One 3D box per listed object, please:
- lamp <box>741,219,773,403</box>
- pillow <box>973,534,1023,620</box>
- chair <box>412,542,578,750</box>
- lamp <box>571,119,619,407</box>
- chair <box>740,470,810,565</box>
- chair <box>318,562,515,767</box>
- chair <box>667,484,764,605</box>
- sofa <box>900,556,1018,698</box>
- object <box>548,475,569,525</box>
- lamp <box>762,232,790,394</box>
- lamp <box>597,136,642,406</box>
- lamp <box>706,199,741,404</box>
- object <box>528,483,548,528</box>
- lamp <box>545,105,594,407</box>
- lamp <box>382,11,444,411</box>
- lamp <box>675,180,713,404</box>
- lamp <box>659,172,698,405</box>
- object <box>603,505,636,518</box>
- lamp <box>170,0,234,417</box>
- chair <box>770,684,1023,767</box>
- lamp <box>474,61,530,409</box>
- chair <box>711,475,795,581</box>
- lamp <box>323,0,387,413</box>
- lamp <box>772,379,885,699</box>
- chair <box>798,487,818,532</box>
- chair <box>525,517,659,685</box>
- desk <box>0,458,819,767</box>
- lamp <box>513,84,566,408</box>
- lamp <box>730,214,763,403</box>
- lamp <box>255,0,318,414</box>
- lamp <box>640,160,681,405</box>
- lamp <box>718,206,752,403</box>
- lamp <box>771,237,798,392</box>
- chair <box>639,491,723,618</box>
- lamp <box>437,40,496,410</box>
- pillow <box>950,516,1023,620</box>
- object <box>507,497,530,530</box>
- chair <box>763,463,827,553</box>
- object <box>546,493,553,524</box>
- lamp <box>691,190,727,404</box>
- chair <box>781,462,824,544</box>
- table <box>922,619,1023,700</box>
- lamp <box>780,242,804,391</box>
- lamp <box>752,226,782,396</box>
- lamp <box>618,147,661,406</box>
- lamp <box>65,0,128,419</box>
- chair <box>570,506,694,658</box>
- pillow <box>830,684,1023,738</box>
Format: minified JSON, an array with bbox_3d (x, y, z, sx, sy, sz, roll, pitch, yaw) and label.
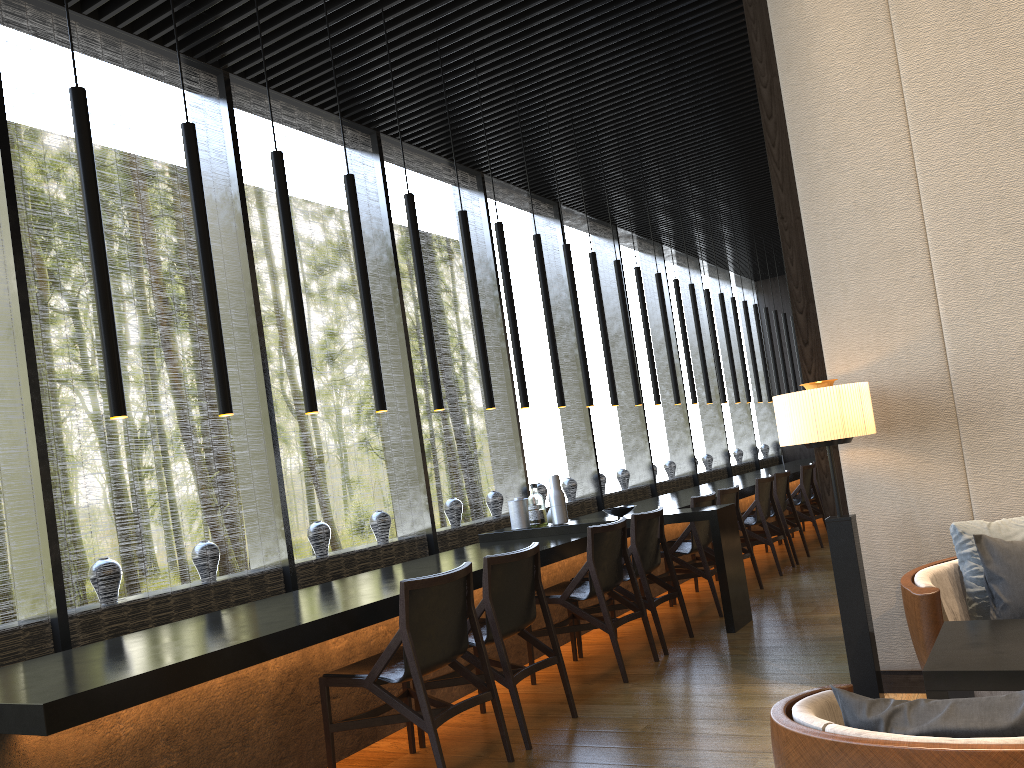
[{"bbox_3d":[3.100,-0.961,11.261,0.060,2.414,0.060,-9,-3,26],"label":"lamp"},{"bbox_3d":[1.885,0.680,3.082,0.474,0.360,0.219,-11,-4,28],"label":"pillow"},{"bbox_3d":[-0.104,1.185,4.074,0.565,0.825,0.525,-10,-4,31],"label":"chair"},{"bbox_3d":[0.659,-1.015,7.200,0.060,2.414,0.060,-9,-3,26],"label":"lamp"},{"bbox_3d":[2.349,1.239,8.155,0.565,0.825,0.525,-10,-4,31],"label":"chair"},{"bbox_3d":[-0.400,1.178,3.581,0.565,0.825,0.525,-10,-4,31],"label":"chair"},{"bbox_3d":[1.531,1.221,6.794,0.565,0.825,0.525,-10,-4,31],"label":"chair"},{"bbox_3d":[2.137,0.818,3.003,1.456,0.691,0.602,-11,-5,31],"label":"sofa"},{"bbox_3d":[0.317,0.808,6.196,0.113,0.343,0.113,-10,-3,26],"label":"object"},{"bbox_3d":[3.598,-0.950,12.090,0.060,2.414,0.060,-9,-3,26],"label":"lamp"},{"bbox_3d":[0.909,-1.009,7.615,0.060,2.414,0.060,-9,-3,26],"label":"lamp"},{"bbox_3d":[2.385,-0.976,10.072,0.060,2.414,0.060,-10,-3,36],"label":"lamp"},{"bbox_3d":[0.171,0.853,6.234,0.129,0.304,0.129,-9,-3,17],"label":"object"},{"bbox_3d":[0.424,-1.020,6.809,0.060,2.414,0.060,-9,-3,26],"label":"lamp"},{"bbox_3d":[-0.590,-1.042,5.121,0.060,2.414,0.060,-9,-3,26],"label":"lamp"},{"bbox_3d":[1.876,-0.988,9.225,0.060,2.414,0.060,-10,-3,36],"label":"lamp"},{"bbox_3d":[1.642,-0.993,8.836,0.060,2.414,0.060,-9,-3,26],"label":"lamp"},{"bbox_3d":[0.729,0.870,5.972,0.228,0.067,0.227,-12,-6,33],"label":"object"},{"bbox_3d":[-1.384,-1.060,3.800,0.060,2.414,0.060,-9,-3,26],"label":"lamp"},{"bbox_3d":[0.927,0.911,1.734,0.807,0.602,0.605,-11,-5,31],"label":"chair"},{"bbox_3d":[-0.084,-1.031,5.963,0.060,2.414,0.060,-9,-3,26],"label":"lamp"},{"bbox_3d":[2.053,1.232,7.662,0.565,0.825,0.525,-10,-4,31],"label":"chair"},{"bbox_3d":[-0.855,-1.048,4.679,0.060,2.414,0.060,-9,-3,26],"label":"lamp"},{"bbox_3d":[1.351,0.659,3.596,0.376,1.347,0.374,-9,-3,21],"label":"lamp"},{"bbox_3d":[3.701,1.269,10.405,0.565,0.825,0.525,-10,-4,31],"label":"chair"},{"bbox_3d":[0.418,1.196,4.942,0.565,0.825,0.525,-10,-4,31],"label":"chair"},{"bbox_3d":[-1.873,1.248,1.835,1.788,0.757,28.699,-11,-6,30],"label":"desk"},{"bbox_3d":[0.185,-1.025,6.410,0.060,2.414,0.060,-9,-3,26],"label":"lamp"},{"bbox_3d":[2.862,-0.966,10.865,0.060,2.414,0.060,-9,-3,26],"label":"lamp"},{"bbox_3d":[-1.120,-1.054,4.239,0.060,2.414,0.060,-9,-3,26],"label":"lamp"},{"bbox_3d":[1.396,-0.998,8.426,0.060,2.414,0.060,-10,-3,36],"label":"lamp"},{"bbox_3d":[2.618,-0.971,10.460,0.060,2.414,0.060,-9,-3,26],"label":"lamp"},{"bbox_3d":[3.845,-0.944,12.501,0.060,2.414,0.060,-9,-3,26],"label":"lamp"},{"bbox_3d":[1.235,1.214,6.302,0.565,0.825,0.525,-10,-4,31],"label":"chair"},{"bbox_3d":[-0.306,-1.036,5.593,0.060,2.414,0.060,-9,-3,26],"label":"lamp"},{"bbox_3d":[1.877,0.679,3.268,0.433,0.398,0.201,-9,-3,9],"label":"pillow"},{"bbox_3d":[0.063,0.925,6.363,0.169,0.219,0.168,-10,-4,26],"label":"object"},{"bbox_3d":[2.870,1.250,9.022,0.565,0.825,0.525,-10,-4,31],"label":"chair"},{"bbox_3d":[0.305,0.889,6.351,0.136,0.217,0.136,-9,-3,18],"label":"object"},{"bbox_3d":[2.131,-0.982,9.648,0.060,2.414,0.060,-9,-3,26],"label":"lamp"},{"bbox_3d":[3.166,1.257,9.515,0.565,0.825,0.525,-10,-4,31],"label":"chair"},{"bbox_3d":[1.661,0.892,2.202,1.047,0.516,0.575,-11,-5,31],"label":"table"},{"bbox_3d":[4.106,-0.938,12.936,0.060,2.414,0.060,-9,-3,26],"label":"lamp"},{"bbox_3d":[3.356,-0.955,11.688,0.060,2.414,0.060,-9,-3,26],"label":"lamp"},{"bbox_3d":[1.138,-1.004,7.997,0.060,2.414,0.060,-9,-3,26],"label":"lamp"},{"bbox_3d":[-1.645,-1.065,3.365,0.060,2.414,0.060,-9,-3,26],"label":"lamp"},{"bbox_3d":[0.714,1.203,5.434,0.565,0.825,0.525,-10,-4,31],"label":"chair"},{"bbox_3d":[0.831,0.701,1.642,0.444,0.337,0.204,-12,-5,38],"label":"pillow"}]
